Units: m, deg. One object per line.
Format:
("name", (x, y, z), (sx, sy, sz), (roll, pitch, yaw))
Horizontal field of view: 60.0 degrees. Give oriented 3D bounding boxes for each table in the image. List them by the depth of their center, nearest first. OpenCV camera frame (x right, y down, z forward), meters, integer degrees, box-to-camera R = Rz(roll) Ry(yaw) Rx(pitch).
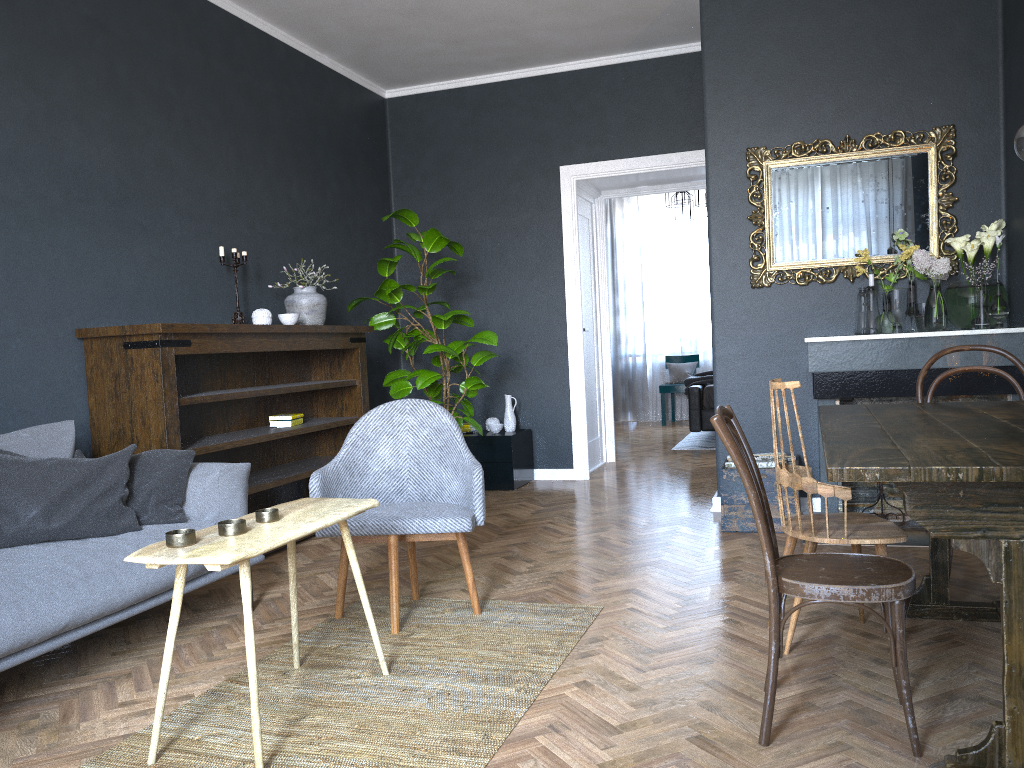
("table", (1.438, 0.467, 2.390), (1.126, 0.728, 1.603), (-2, 3, 19))
("table", (-0.659, 0.657, 2.476), (0.339, 0.550, 0.787), (-2, 3, 19))

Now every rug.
("rug", (-0.440, 0.917, 2.565), (1.003, 0.013, 2.009), (-2, 3, 19))
("rug", (2.448, 0.514, 8.739), (1.458, 0.013, 2.043), (-2, 3, 19))

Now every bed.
("bed", (2.916, -0.085, 8.573), (2.375, 1.163, 2.263), (-2, 3, 19))

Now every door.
("door", (0.566, -0.415, 6.938), (0.162, 2.189, 0.856), (-2, 3, 19))

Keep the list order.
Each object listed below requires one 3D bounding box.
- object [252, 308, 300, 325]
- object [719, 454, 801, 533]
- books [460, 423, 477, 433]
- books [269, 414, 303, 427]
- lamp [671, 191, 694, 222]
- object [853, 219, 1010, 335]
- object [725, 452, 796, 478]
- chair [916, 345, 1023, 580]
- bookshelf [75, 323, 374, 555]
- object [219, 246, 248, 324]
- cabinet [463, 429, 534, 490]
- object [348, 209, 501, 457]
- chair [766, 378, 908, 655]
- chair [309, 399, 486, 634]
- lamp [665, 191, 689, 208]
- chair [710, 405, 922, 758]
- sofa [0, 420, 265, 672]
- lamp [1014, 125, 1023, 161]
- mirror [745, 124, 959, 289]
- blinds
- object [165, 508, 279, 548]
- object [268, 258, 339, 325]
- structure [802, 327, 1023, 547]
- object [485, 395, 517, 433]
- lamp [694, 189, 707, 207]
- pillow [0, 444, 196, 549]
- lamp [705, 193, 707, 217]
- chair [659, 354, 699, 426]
("object", (-1.288, -0.363, 4.842), (0.255, 0.104, 0.118), (-4, 3, -16))
("object", (1.329, 0.573, 4.713), (0.383, 0.326, 0.552), (-2, 3, 19))
("books", (-0.365, 0.324, 6.509), (0.215, 0.066, 0.162), (-2, 3, 14))
("books", (-1.263, 0.230, 5.048), (0.174, 0.113, 0.196), (-3, 3, 7))
("lamp", (1.728, -2.069, 9.033), (0.210, 0.805, 0.210), (-1, 4, 32))
("object", (2.102, -0.538, 4.458), (0.727, 0.547, 0.474), (-2, 3, 21))
("object", (1.329, 0.497, 4.708), (0.370, 0.247, 0.532), (-2, 3, 19))
("chair", (1.699, 0.323, 3.181), (0.438, 0.921, 0.548), (-2, 3, 21))
("bookshelf", (-1.343, 0.286, 4.702), (0.451, 1.173, 1.916), (-2, 3, 19))
("object", (-1.486, -0.516, 4.733), (0.129, 0.438, 0.145), (-5, 4, -35))
("cabinet", (-0.229, 0.548, 6.446), (0.650, 0.390, 0.456), (-2, 3, 19))
("object", (-0.553, -0.156, 5.740), (1.118, 1.900, 0.763), (-2, 3, 12))
("chair", (1.027, 0.407, 2.854), (0.384, 0.857, 0.455), (-3, 3, 4))
("chair", (-0.426, 0.474, 3.368), (0.645, 0.812, 0.494), (-3, 3, -3))
("lamp", (1.600, -2.097, 8.664), (0.210, 0.714, 0.210), (-1, 4, 32))
("chair", (0.769, 0.458, 2.254), (0.467, 0.820, 0.362), (-2, 3, 18))
("sofa", (-1.775, 0.581, 2.621), (0.970, 0.799, 2.338), (-2, 3, 18))
("lamp", (0.847, -1.372, 2.645), (0.582, 1.576, 1.590), (-6, 4, -40))
("mirror", (1.804, -0.935, 4.746), (1.057, 0.785, 0.067), (-2, 3, 19))
("blinds", (2.595, -0.976, 10.588), (3.993, 2.791, 0.312), (-2, 3, 19))
("object", (-0.742, 0.377, 2.341), (0.103, 0.033, 0.368), (-1, 3, 29))
("object", (-1.208, -0.534, 5.157), (0.385, 0.412, 0.275), (-3, 3, -3))
("structure", (1.982, 0.237, 4.386), (1.065, 0.982, 0.833), (-2, 3, 19))
("object", (-0.112, 0.214, 6.417), (0.228, 0.268, 0.228), (-5, 4, -38))
("lamp", (1.810, -2.059, 8.290), (0.210, 0.770, 0.210), (-1, 4, 32))
("pillow", (-1.537, 0.366, 3.183), (0.442, 0.362, 0.797), (-1, 3, 36))
("lamp", (2.118, -2.125, 9.224), (0.210, 0.747, 0.210), (-1, 4, 32))
("chair", (1.986, 0.064, 10.433), (0.436, 0.799, 0.592), (-2, 3, 19))
